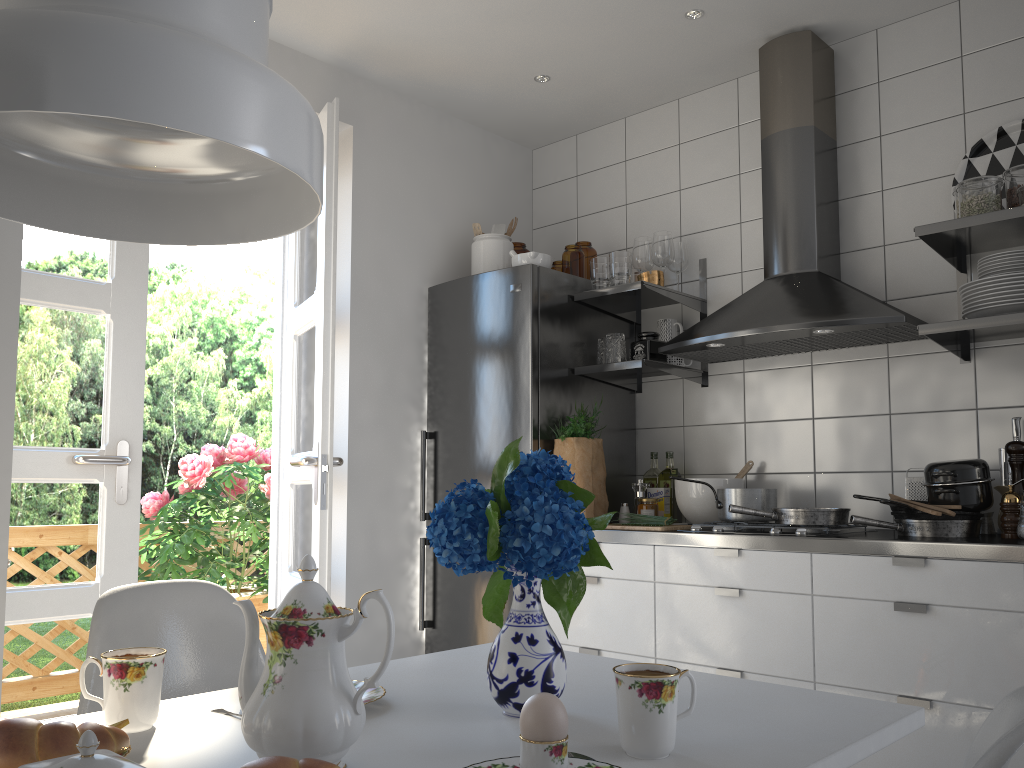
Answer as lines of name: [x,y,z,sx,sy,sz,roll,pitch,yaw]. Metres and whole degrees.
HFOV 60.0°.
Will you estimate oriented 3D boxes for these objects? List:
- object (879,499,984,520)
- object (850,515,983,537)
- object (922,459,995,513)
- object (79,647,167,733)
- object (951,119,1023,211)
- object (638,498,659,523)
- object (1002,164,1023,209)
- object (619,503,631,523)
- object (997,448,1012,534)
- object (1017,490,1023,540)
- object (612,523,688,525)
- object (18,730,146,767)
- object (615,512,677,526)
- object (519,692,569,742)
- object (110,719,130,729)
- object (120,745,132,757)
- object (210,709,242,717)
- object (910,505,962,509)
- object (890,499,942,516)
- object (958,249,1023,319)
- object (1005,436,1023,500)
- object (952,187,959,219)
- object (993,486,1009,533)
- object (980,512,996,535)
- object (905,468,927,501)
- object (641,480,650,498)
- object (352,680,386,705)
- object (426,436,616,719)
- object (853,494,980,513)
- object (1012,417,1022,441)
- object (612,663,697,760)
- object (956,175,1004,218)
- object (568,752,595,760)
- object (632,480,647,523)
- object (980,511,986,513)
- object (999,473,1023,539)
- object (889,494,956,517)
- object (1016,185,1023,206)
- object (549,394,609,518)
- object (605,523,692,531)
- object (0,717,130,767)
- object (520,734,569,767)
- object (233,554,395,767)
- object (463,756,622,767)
object: [1.173,0.372,2.552,0.347,0.082,0.244,1,-7,-5]
object: [1.173,0.410,2.579,0.351,0.060,0.233,-3,-7,21]
object: [1.278,0.293,2.541,0.190,0.158,0.198,0,-6,4]
object: [-0.485,0.388,1.119,0.078,0.095,0.091,-5,-8,41]
object: [1.566,-0.626,2.729,0.395,0.392,0.053,-5,-7,43]
object: [0.508,0.478,3.310,0.078,0.101,0.078,-1,-6,10]
object: [1.484,-0.537,2.551,0.121,0.170,0.122,3,-6,-27]
object: [0.428,0.494,3.369,0.046,0.084,0.046,-2,-6,20]
object: [1.588,0.314,2.585,0.322,0.260,0.067,-6,-7,43]
object: [1.375,0.344,2.347,0.069,0.134,0.069,-2,-6,23]
object: [0.526,0.535,3.383,0.180,0.008,0.272,-6,-10,43]
object: [-0.383,0.354,0.799,0.187,0.083,0.140,-6,-9,43]
object: [0.437,0.470,3.064,0.142,0.053,0.277,4,-8,-31]
object: [0.031,0.332,0.861,0.048,0.062,0.048,5,-8,-43]
object: [-0.483,0.402,0.984,0.070,0.036,0.109,0,-7,1]
object: [-0.494,0.407,0.951,0.158,0.016,0.158,-2,-7,13]
object: [-0.354,0.436,1.169,0.032,0.011,0.140,6,-9,-43]
object: [1.184,0.353,2.516,0.065,0.021,0.337,-1,-7,7]
object: [1.134,0.347,2.502,0.064,0.044,0.336,-1,-7,10]
object: [1.442,-0.265,2.521,0.301,0.194,0.307,6,-9,-42]
object: [1.443,0.285,2.466,0.061,0.282,0.124,4,-7,-42]
object: [1.408,-0.520,2.691,0.121,0.170,0.122,3,-6,-27]
object: [1.471,0.365,2.560,0.115,0.144,0.128,1,-6,-8]
object: [1.406,0.414,2.644,0.066,0.067,0.053,0,-6,4]
object: [1.295,0.365,2.793,0.101,0.201,0.081,-3,-6,33]
object: [0.506,0.458,3.441,0.059,0.172,0.059,0,-5,3]
object: [-0.278,0.443,1.246,0.201,0.016,0.201,6,-9,-42]
object: [0.013,0.261,1.226,0.236,0.375,0.266,5,-8,-45]
object: [1.183,0.357,2.544,0.356,0.080,0.246,6,-9,-39]
object: [1.519,0.156,2.663,0.028,0.114,0.019,-4,-6,38]
object: [0.159,0.377,1.023,0.078,0.095,0.091,-4,-7,36]
object: [1.343,-0.518,2.541,0.121,0.130,0.122,-3,-7,29]
object: [0.107,0.407,0.932,0.032,0.011,0.140,6,-9,-43]
object: [0.487,0.451,3.379,0.059,0.172,0.059,0,-5,3]
object: [1.406,0.361,2.755,0.081,0.201,0.101,3,-6,-27]
object: [1.374,0.324,2.415,0.081,0.191,0.058,-3,-6,32]
object: [1.149,0.340,2.502,0.059,0.060,0.335,0,-7,1]
object: [1.452,-0.507,2.426,0.121,0.079,0.122,-3,-7,29]
object: [0.252,0.280,3.271,0.174,0.507,0.283,-3,-6,30]
object: [0.442,0.493,3.060,0.331,0.012,0.220,-6,-10,43]
object: [-0.504,0.376,0.939,0.161,0.057,0.124,-1,-7,8]
object: [0.031,0.369,0.858,0.048,0.057,0.048,1,-6,-6]
object: [-0.218,0.300,0.958,0.140,0.229,0.149,3,-6,-29]
object: [0.032,0.396,0.855,0.201,0.016,0.201,6,-9,-42]
